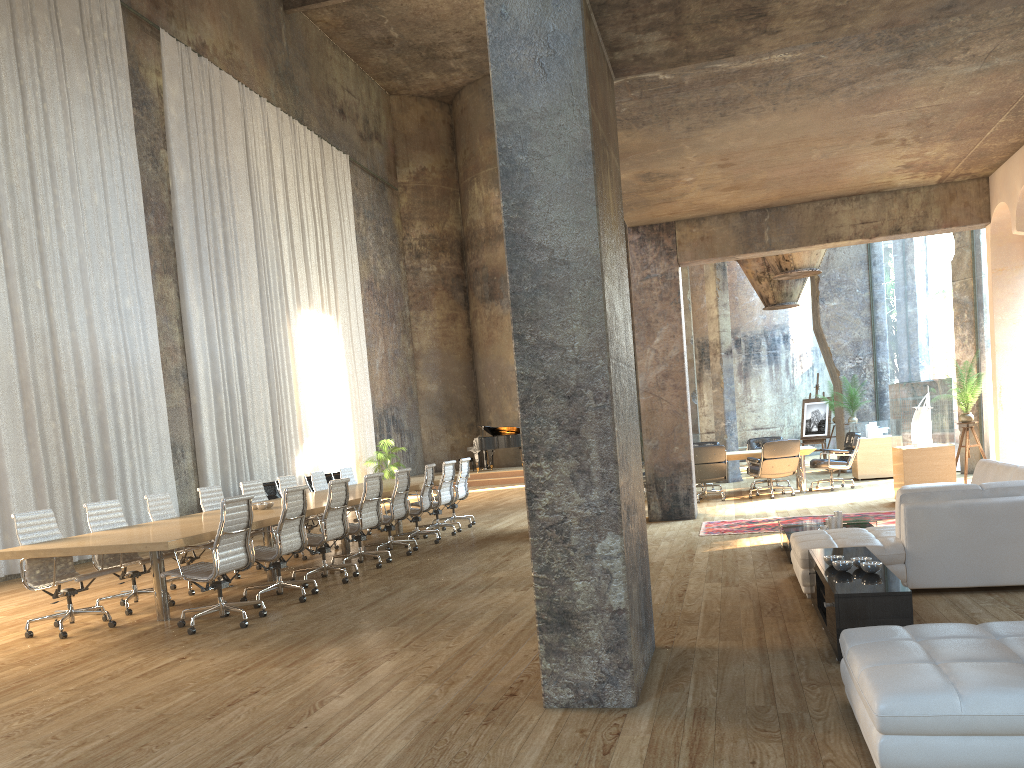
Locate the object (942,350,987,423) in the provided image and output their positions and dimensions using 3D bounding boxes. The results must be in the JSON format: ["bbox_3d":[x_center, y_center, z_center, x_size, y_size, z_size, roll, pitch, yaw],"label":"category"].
[{"bbox_3d":[5.877,0.033,11.406,0.688,0.946,0.854,-5,1,5],"label":"object"}]

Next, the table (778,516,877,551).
[{"bbox_3d":[3.002,1.429,8.387,0.862,0.248,0.367,-6,-1,14],"label":"table"}]

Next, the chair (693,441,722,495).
[{"bbox_3d":[3.298,1.469,15.334,0.732,0.899,0.814,-4,1,21],"label":"chair"}]

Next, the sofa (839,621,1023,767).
[{"bbox_3d":[2.321,0.953,3.187,2.072,0.726,1.064,-5,-1,14],"label":"sofa"}]

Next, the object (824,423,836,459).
[{"bbox_3d":[7.023,1.311,18.897,0.659,0.979,0.566,-5,3,8],"label":"object"}]

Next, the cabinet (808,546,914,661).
[{"bbox_3d":[2.018,1.272,5.226,0.397,0.371,1.552,-5,-3,14],"label":"cabinet"}]

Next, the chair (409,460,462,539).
[{"bbox_3d":[-1.096,1.606,12.267,0.701,1.033,0.659,-4,2,22],"label":"chair"}]

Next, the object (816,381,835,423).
[{"bbox_3d":[6.894,0.366,18.861,0.690,0.946,0.851,-4,2,35],"label":"object"}]

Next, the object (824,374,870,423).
[{"bbox_3d":[6.287,0.284,16.488,0.861,0.947,0.682,-5,2,17],"label":"object"}]

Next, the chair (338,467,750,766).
[{"bbox_3d":[0.493,1.501,12.704,12.983,1.038,31.308,-6,-3,14],"label":"chair"}]

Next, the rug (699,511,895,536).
[{"bbox_3d":[3.448,1.608,10.208,2.468,0.009,1.338,-6,-3,14],"label":"rug"}]

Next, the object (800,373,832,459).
[{"bbox_3d":[6.961,0.818,20.040,0.703,2.163,0.677,-1,5,43],"label":"object"}]

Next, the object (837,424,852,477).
[{"bbox_3d":[6.499,1.218,16.448,0.653,0.979,0.572,-7,3,-40],"label":"object"}]

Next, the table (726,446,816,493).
[{"bbox_3d":[3.708,1.480,14.457,2.416,0.705,1.097,-6,-1,14],"label":"table"}]

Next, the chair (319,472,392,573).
[{"bbox_3d":[-1.733,1.515,9.686,0.701,1.033,0.659,-4,2,22],"label":"chair"}]

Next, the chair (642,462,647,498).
[{"bbox_3d":[2.199,1.536,14.842,0.822,0.899,0.725,-5,1,10],"label":"chair"}]

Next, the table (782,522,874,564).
[{"bbox_3d":[2.916,1.438,8.032,0.792,0.204,1.103,-6,-3,14],"label":"table"}]

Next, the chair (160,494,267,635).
[{"bbox_3d":[-2.391,1.421,7.013,0.701,1.033,0.659,-4,2,20],"label":"chair"}]

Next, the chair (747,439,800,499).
[{"bbox_3d":[4.028,1.312,13.657,0.728,0.899,0.819,-5,1,-12],"label":"chair"}]

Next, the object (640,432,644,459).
[{"bbox_3d":[4.068,1.800,26.120,0.915,0.998,0.899,-4,1,25],"label":"object"}]

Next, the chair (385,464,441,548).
[{"bbox_3d":[-1.292,1.576,11.437,0.700,1.033,0.660,-4,2,13],"label":"chair"}]

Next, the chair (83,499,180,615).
[{"bbox_3d":[-3.526,1.585,8.202,0.701,1.033,0.659,-4,2,22],"label":"chair"}]

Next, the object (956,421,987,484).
[{"bbox_3d":[5.896,0.990,11.489,0.655,0.979,0.570,-6,3,-22],"label":"object"}]

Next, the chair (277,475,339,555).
[{"bbox_3d":[-2.685,1.708,11.655,0.701,1.033,0.659,-4,2,19],"label":"chair"}]

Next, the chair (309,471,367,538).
[{"bbox_3d":[-2.467,1.739,12.543,0.701,1.033,0.659,-4,2,17],"label":"chair"}]

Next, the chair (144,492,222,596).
[{"bbox_3d":[-3.321,1.614,9.030,0.700,1.033,0.660,-4,2,13],"label":"chair"}]

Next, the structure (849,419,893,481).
[{"bbox_3d":[6.393,1.148,15.436,0.737,1.022,0.737,-4,2,14],"label":"structure"}]

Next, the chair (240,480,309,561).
[{"bbox_3d":[-2.897,1.677,10.785,0.701,1.033,0.659,-4,2,22],"label":"chair"}]

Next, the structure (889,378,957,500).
[{"bbox_3d":[5.202,0.741,11.150,0.595,1.559,0.736,-4,3,14],"label":"structure"}]

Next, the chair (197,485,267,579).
[{"bbox_3d":[-3.110,1.647,9.935,0.701,1.033,0.659,-4,2,19],"label":"chair"}]

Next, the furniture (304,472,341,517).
[{"bbox_3d":[-3.530,2.241,18.232,0.710,0.846,1.860,-5,-2,14],"label":"furniture"}]

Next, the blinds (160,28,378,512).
[{"bbox_3d":[-4.716,-1.611,18.912,0.275,8.705,7.768,-4,1,15],"label":"blinds"}]

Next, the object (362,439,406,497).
[{"bbox_3d":[-3.060,2.091,21.706,1.093,1.467,1.122,-5,2,5],"label":"object"}]

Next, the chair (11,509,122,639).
[{"bbox_3d":[-3.704,1.553,7.360,0.701,1.033,0.659,-4,2,19],"label":"chair"}]

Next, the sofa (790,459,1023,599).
[{"bbox_3d":[3.324,1.095,7.250,2.069,0.726,2.910,-5,-3,14],"label":"sofa"}]

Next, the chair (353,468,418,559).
[{"bbox_3d":[-1.520,1.545,10.537,0.701,1.033,0.659,-4,2,19],"label":"chair"}]

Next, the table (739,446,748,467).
[{"bbox_3d":[5.028,1.785,20.518,1.875,0.550,0.935,-6,-1,14],"label":"table"}]

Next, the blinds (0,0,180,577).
[{"bbox_3d":[-6.781,-1.905,10.555,0.275,8.705,7.768,-4,1,15],"label":"blinds"}]

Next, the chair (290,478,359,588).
[{"bbox_3d":[-1.945,1.485,8.817,0.701,1.033,0.659,-4,2,19],"label":"chair"}]

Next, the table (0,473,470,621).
[{"bbox_3d":[-2.323,1.733,10.322,1.605,0.762,7.666,-5,-3,14],"label":"table"}]

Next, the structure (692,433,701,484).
[{"bbox_3d":[3.401,1.523,17.542,0.745,1.022,0.729,-4,2,14],"label":"structure"}]

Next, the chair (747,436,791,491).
[{"bbox_3d":[4.377,1.361,15.059,0.731,0.899,0.815,-5,1,15],"label":"chair"}]

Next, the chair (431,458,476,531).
[{"bbox_3d":[-0.923,1.639,13.111,0.701,1.033,0.659,-4,2,19],"label":"chair"}]

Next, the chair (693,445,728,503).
[{"bbox_3d":[3.042,1.409,13.876,0.730,0.899,0.816,-5,1,8],"label":"chair"}]

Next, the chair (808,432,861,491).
[{"bbox_3d":[5.140,1.241,14.080,0.822,0.899,0.725,-5,1,8],"label":"chair"}]

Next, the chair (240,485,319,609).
[{"bbox_3d":[-2.163,1.453,7.929,0.701,1.033,0.659,-4,2,17],"label":"chair"}]

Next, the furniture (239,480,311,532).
[{"bbox_3d":[-4.101,2.160,15.924,0.710,0.846,1.860,-5,-2,14],"label":"furniture"}]
